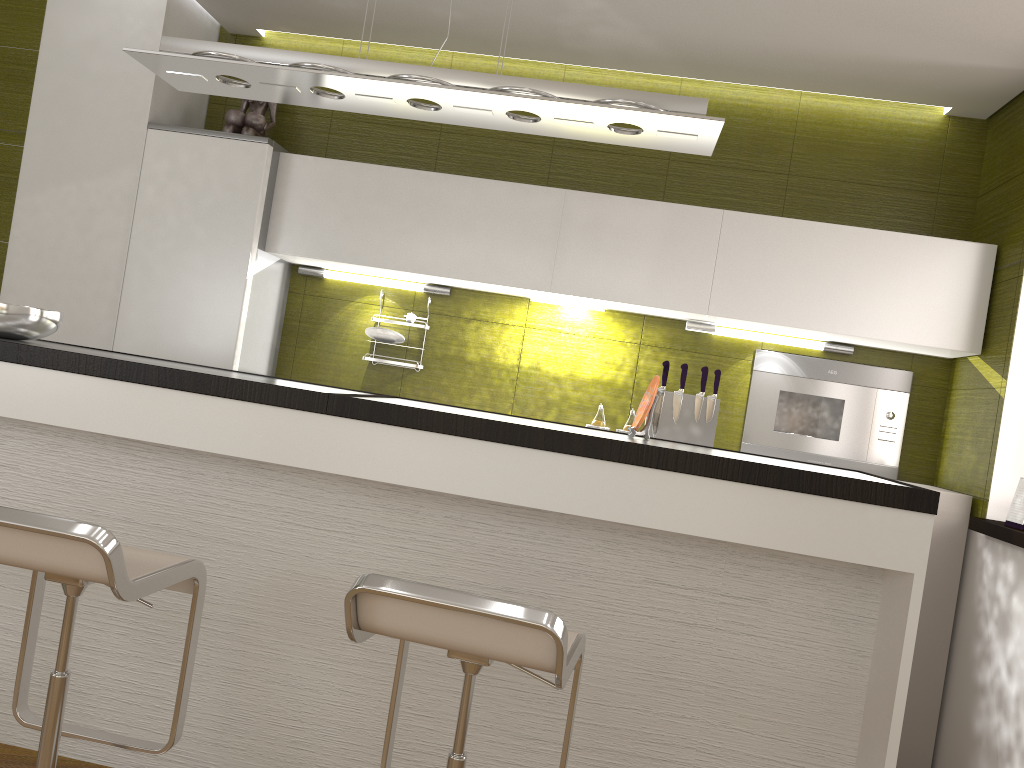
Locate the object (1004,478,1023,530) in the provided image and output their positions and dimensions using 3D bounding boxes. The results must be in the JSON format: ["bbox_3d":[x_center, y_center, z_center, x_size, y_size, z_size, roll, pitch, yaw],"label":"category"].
[{"bbox_3d":[1.727,0.403,2.986,0.057,0.169,0.106,9,0,1],"label":"object"}]

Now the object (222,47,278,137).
[{"bbox_3d":[-1.151,-1.289,3.977,0.195,0.488,0.304,9,0,4],"label":"object"}]

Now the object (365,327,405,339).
[{"bbox_3d":[-0.569,-0.219,3.974,0.181,0.052,0.173,9,0,7],"label":"object"}]

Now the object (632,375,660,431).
[{"bbox_3d":[0.395,0.059,2.620,0.055,0.178,0.184,9,0,3],"label":"object"}]

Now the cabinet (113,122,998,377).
[{"bbox_3d":[0.057,0.203,3.875,3.471,2.089,0.724,9,0,7],"label":"cabinet"}]

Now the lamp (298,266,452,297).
[{"bbox_3d":[-0.629,-0.470,4.058,0.715,0.041,0.041,9,0,7],"label":"lamp"}]

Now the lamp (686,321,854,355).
[{"bbox_3d":[1.109,-0.199,3.825,0.716,0.041,0.095,9,0,6],"label":"lamp"}]

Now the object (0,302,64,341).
[{"bbox_3d":[-1.535,-0.192,2.680,0.311,0.105,0.311,9,0,20],"label":"object"}]

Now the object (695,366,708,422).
[{"bbox_3d":[0.797,0.044,3.749,0.036,0.243,0.013,9,0,7],"label":"object"}]

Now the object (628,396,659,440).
[{"bbox_3d":[0.388,0.096,2.619,0.072,0.131,0.088,9,0,2],"label":"object"}]

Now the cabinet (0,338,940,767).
[{"bbox_3d":[-0.509,0.591,2.539,2.947,1.134,0.663,9,0,7],"label":"cabinet"}]

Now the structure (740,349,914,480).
[{"bbox_3d":[1.353,0.131,3.824,0.663,0.469,0.015,9,0,7],"label":"structure"}]

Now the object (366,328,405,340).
[{"bbox_3d":[-0.569,-0.216,3.973,0.181,0.052,0.173,9,0,7],"label":"object"}]

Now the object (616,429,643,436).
[{"bbox_3d":[0.506,0.219,3.824,0.107,0.032,0.107,9,0,18],"label":"object"}]

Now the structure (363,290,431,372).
[{"bbox_3d":[-0.511,-0.244,4.000,0.266,0.346,0.110,9,0,7],"label":"structure"}]

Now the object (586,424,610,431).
[{"bbox_3d":[0.369,0.197,3.827,0.107,0.032,0.107,9,0,7],"label":"object"}]

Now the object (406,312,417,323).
[{"bbox_3d":[-0.457,-0.297,4.006,0.046,0.053,0.051,9,0,38],"label":"object"}]

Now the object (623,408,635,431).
[{"bbox_3d":[0.515,0.165,3.824,0.059,0.121,0.059,9,0,-26],"label":"object"}]

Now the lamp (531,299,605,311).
[{"bbox_3d":[0.248,-0.352,3.970,0.334,0.008,0.008,9,0,7],"label":"lamp"}]

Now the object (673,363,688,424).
[{"bbox_3d":[0.708,0.041,3.760,0.042,0.264,0.013,9,0,7],"label":"object"}]

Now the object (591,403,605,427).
[{"bbox_3d":[0.378,0.143,3.827,0.059,0.121,0.059,9,0,-37],"label":"object"}]

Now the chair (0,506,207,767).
[{"bbox_3d":[-0.951,0.658,1.826,0.418,0.857,0.460,9,0,7],"label":"chair"}]

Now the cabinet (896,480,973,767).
[{"bbox_3d":[0.226,0.737,3.720,2.940,1.086,0.465,9,0,7],"label":"cabinet"}]

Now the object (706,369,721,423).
[{"bbox_3d":[0.847,0.050,3.743,0.040,0.231,0.013,9,0,7],"label":"object"}]

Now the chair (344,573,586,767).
[{"bbox_3d":[-0.120,0.788,1.730,0.418,0.857,0.460,9,0,12],"label":"chair"}]

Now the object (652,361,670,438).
[{"bbox_3d":[0.624,0.066,3.769,0.046,0.339,0.013,9,0,7],"label":"object"}]

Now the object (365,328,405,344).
[{"bbox_3d":[-0.570,-0.213,3.972,0.181,0.052,0.173,9,0,7],"label":"object"}]

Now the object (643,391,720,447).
[{"bbox_3d":[0.722,0.155,3.796,0.293,0.227,0.107,9,0,7],"label":"object"}]

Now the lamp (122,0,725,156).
[{"bbox_3d":[-0.200,-1.139,2.556,1.677,0.683,0.326,9,0,7],"label":"lamp"}]
